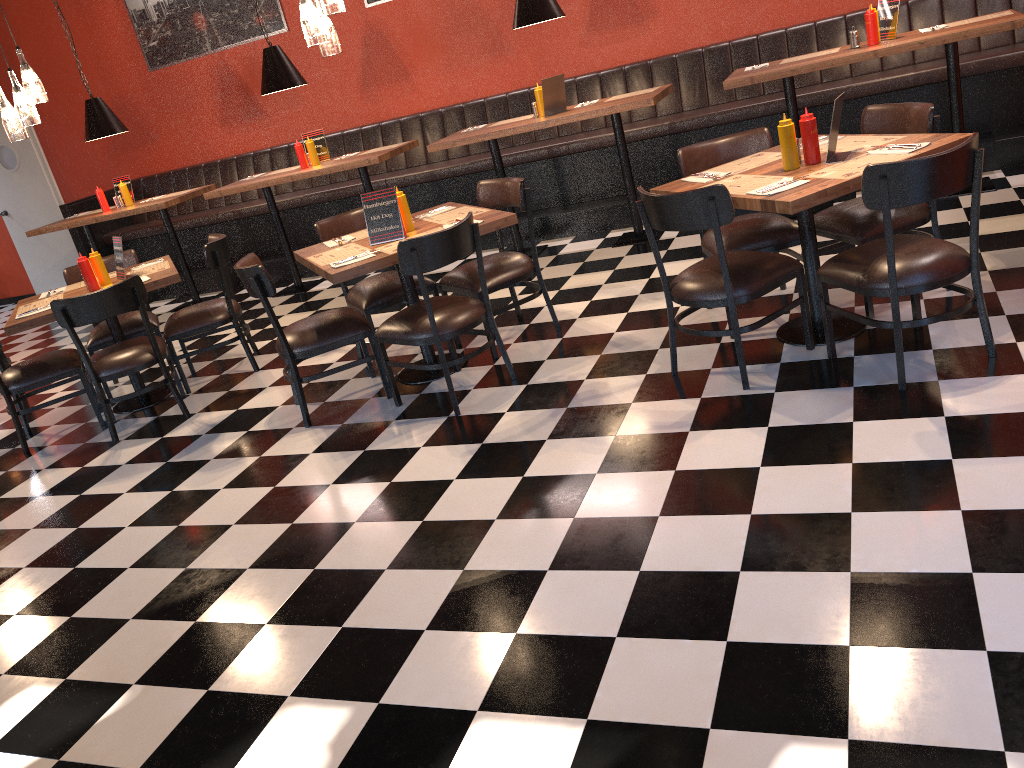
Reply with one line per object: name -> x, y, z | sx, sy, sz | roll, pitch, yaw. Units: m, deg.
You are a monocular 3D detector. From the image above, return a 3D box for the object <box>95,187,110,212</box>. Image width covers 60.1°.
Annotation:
object -> -3.731, -1.684, 8.058 | 0.068, 0.235, 0.069 | -15, 19, 0

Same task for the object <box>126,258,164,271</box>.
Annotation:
object -> -2.404, -0.776, 5.787 | 0.256, 0.018, 0.159 | -21, 22, -17

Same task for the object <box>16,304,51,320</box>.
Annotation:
object -> -2.740, -0.433, 5.130 | 0.256, 0.018, 0.159 | -22, 22, -19

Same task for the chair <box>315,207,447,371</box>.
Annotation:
chair -> -0.764, -0.592, 5.200 | 0.489, 0.856, 0.548 | -23, 21, -23

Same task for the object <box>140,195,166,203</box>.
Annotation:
object -> -3.294, -1.692, 8.095 | 0.157, 0.018, 0.259 | -6, 22, 21

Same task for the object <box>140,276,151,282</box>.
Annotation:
object -> -2.243, -0.616, 5.270 | 0.158, 0.018, 0.257 | -25, 23, -25

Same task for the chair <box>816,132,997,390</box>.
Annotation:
chair -> 1.521, -0.495, 3.434 | 0.487, 0.856, 0.550 | -18, 20, -9

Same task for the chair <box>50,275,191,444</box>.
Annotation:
chair -> -2.239, -0.175, 5.111 | 0.489, 0.856, 0.549 | -21, 20, -18

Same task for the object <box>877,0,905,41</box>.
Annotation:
object -> 2.348, -2.289, 5.544 | 0.072, 0.253, 0.190 | -19, 20, -13

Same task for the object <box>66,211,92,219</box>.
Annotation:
object -> -4.166, -1.619, 8.487 | 0.157, 0.018, 0.259 | -6, 22, 21

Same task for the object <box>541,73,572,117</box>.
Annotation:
object -> 0.300, -2.052, 6.297 | 0.189, 0.253, 0.073 | -23, 21, -22

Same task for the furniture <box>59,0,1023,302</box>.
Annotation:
furniture -> -0.214, -1.863, 7.698 | 8.741, 1.134, 1.121 | -5, 22, 24

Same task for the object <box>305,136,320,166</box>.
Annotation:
object -> -1.621, -1.890, 7.184 | 0.068, 0.235, 0.069 | -2, 23, 32

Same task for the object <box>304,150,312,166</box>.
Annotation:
object -> -1.688, -1.855, 7.286 | 0.093, 0.134, 0.047 | -9, 20, 14

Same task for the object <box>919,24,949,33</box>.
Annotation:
object -> 2.619, -2.211, 5.498 | 0.157, 0.018, 0.259 | -6, 22, 21

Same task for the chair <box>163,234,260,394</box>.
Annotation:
chair -> -1.965, -0.474, 5.696 | 0.546, 0.856, 0.492 | -18, 20, -10

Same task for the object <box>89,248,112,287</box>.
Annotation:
object -> -2.517, -0.715, 5.400 | 0.068, 0.235, 0.069 | -4, 22, 29

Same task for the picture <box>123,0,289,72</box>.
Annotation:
picture -> -3.038, -3.711, 8.629 | 1.767, 0.927, 0.023 | -5, 21, 24

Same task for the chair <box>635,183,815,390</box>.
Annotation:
chair -> 0.899, -0.480, 3.810 | 0.549, 0.856, 0.488 | -27, 23, -31

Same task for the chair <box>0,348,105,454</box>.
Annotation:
chair -> -2.905, -0.099, 5.358 | 0.548, 0.856, 0.490 | -22, 21, -21

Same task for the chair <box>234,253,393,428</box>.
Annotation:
chair -> -1.038, -0.292, 4.615 | 0.546, 0.856, 0.491 | -20, 20, -15

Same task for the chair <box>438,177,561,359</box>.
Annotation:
chair -> -0.099, -0.668, 4.953 | 0.548, 0.856, 0.489 | -24, 21, -26

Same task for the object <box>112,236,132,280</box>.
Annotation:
object -> -2.422, -0.775, 5.462 | 0.073, 0.253, 0.189 | -27, 23, -32

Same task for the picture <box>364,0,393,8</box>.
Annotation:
picture -> -0.632, -3.920, 7.570 | 1.767, 0.927, 0.023 | -5, 21, 24

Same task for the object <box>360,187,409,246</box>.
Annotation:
object -> -0.650, -0.842, 4.457 | 0.188, 0.253, 0.073 | -9, 20, 14

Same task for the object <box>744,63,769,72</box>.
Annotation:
object -> 1.636, -2.125, 5.931 | 0.157, 0.018, 0.259 | -6, 22, 21

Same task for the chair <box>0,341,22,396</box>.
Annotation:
chair -> -4.019, -0.275, 6.549 | 0.548, 0.856, 0.490 | -23, 21, -23

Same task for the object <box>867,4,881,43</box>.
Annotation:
object -> 2.255, -2.250, 5.533 | 0.068, 0.235, 0.069 | -8, 20, 18

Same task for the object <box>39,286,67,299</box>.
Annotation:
object -> -2.927, -0.583, 5.640 | 0.158, 0.018, 0.257 | -21, 22, -16

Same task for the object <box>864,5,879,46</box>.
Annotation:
object -> 2.214, -2.210, 5.457 | 0.068, 0.235, 0.069 | -8, 20, 18

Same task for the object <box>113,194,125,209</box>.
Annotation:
object -> -3.607, -1.682, 8.116 | 0.093, 0.134, 0.047 | -9, 20, 15

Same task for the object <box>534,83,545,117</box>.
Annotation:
object -> 0.206, -2.042, 6.360 | 0.068, 0.235, 0.069 | -10, 19, 14

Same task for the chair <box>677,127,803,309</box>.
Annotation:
chair -> 1.164, -0.781, 4.404 | 0.486, 0.856, 0.552 | -15, 19, 0

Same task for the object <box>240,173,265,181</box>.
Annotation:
object -> -2.254, -1.793, 7.663 | 0.157, 0.018, 0.259 | -6, 22, 21

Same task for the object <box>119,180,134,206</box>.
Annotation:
object -> -3.514, -1.737, 8.049 | 0.068, 0.235, 0.069 | -15, 19, 0

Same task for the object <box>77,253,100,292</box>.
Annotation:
object -> -2.551, -0.676, 5.320 | 0.068, 0.235, 0.069 | -4, 22, 29

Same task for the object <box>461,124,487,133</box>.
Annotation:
object -> -0.298, -1.969, 6.815 | 0.157, 0.018, 0.259 | -6, 22, 21

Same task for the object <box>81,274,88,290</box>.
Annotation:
object -> -2.605, -0.648, 5.431 | 0.047, 0.134, 0.094 | -19, 20, -14

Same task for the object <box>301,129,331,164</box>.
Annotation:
object -> -1.634, -1.973, 7.379 | 0.188, 0.253, 0.073 | -13, 19, 4

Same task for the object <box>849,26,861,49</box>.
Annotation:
object -> 2.149, -2.177, 5.562 | 0.046, 0.134, 0.095 | -13, 19, 5

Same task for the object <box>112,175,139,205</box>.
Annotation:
object -> -3.607, -1.794, 8.230 | 0.188, 0.253, 0.073 | -9, 20, 16

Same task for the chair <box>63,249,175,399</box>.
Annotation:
chair -> -2.646, -0.417, 6.001 | 0.488, 0.856, 0.549 | -20, 20, -16

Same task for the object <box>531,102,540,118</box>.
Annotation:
object -> 0.190, -2.021, 6.463 | 0.094, 0.134, 0.047 | -18, 19, -9

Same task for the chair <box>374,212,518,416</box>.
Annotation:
chair -> -0.358, -0.349, 4.309 | 0.546, 0.856, 0.492 | 6, 28, 45

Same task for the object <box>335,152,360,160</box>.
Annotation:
object -> -1.366, -1.880, 7.295 | 0.157, 0.018, 0.259 | -6, 22, 21

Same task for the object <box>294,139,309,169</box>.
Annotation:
object -> -1.711, -1.865, 7.178 | 0.068, 0.235, 0.068 | 4, 26, 43

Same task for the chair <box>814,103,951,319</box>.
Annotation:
chair -> 1.720, -0.835, 4.173 | 0.546, 0.856, 0.492 | -18, 20, -10

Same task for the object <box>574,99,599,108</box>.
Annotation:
object -> 0.540, -2.043, 6.448 | 0.157, 0.018, 0.259 | -6, 22, 21

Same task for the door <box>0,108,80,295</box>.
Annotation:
door -> -5.657, -2.068, 10.401 | 1.025, 2.150, 0.164 | -6, 21, 24
